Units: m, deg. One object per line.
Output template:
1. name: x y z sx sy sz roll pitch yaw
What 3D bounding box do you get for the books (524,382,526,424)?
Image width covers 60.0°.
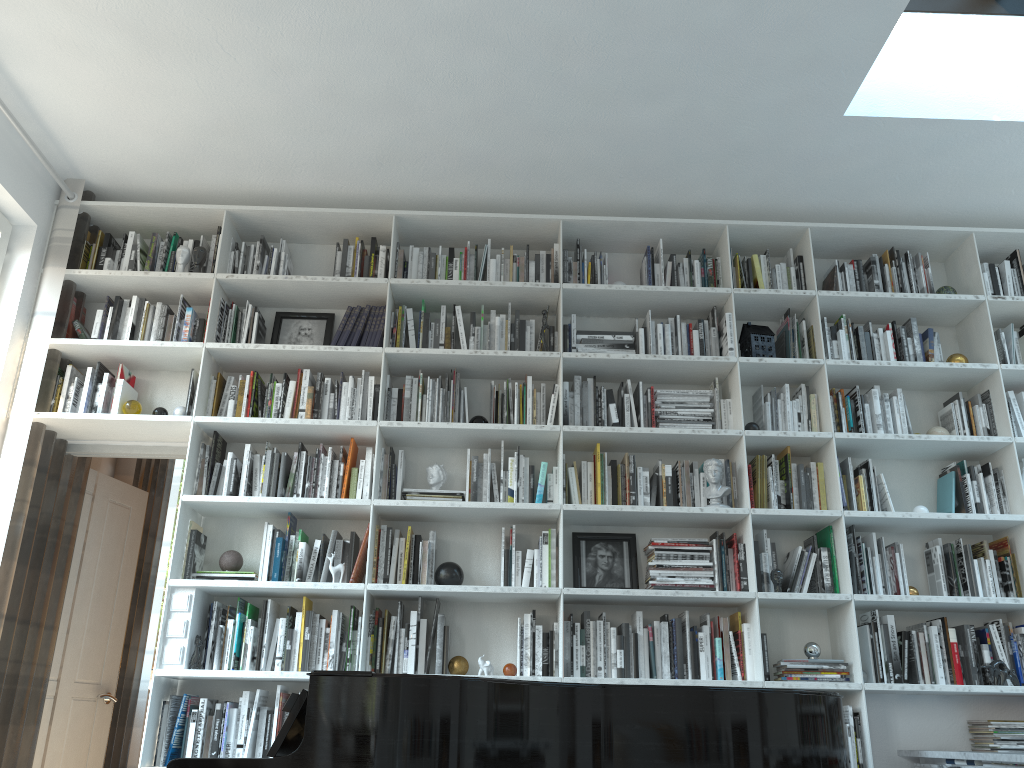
1. books: 0.058 0.143 4.300 0.006 0.252 0.181 1 -21 -1

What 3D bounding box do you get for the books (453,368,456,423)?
1. books: -0.279 0.103 4.319 0.005 0.329 0.162 1 -21 -1

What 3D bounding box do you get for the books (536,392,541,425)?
1. books: 0.123 0.166 4.304 0.024 0.215 0.142 1 -21 -1

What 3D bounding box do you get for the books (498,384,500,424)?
1. books: -0.065 0.142 4.281 0.005 0.235 0.179 1 -21 -1

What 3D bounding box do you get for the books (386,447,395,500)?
1. books: -0.573 0.458 4.189 0.011 0.296 0.136 1 -21 -1

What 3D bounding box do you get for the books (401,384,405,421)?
1. books: -0.522 0.137 4.294 0.012 0.239 0.134 1 -21 -1

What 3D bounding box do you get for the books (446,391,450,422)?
1. books: -0.307 0.158 4.307 0.012 0.216 0.134 1 -21 -1

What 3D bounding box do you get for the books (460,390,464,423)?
1. books: -0.243 0.158 4.304 0.012 0.217 0.151 1 -21 -1

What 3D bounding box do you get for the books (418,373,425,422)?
1. books: -0.439 0.113 4.287 0.010 0.282 0.184 1 -21 -1

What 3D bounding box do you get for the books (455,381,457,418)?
1. books: -0.269 0.123 4.307 0.004 0.283 0.167 1 -21 -1

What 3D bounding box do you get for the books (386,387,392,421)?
1. books: -0.589 0.147 4.278 0.015 0.207 0.187 1 -21 -1

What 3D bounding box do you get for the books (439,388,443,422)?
1. books: -0.340 0.150 4.276 0.011 0.208 0.182 1 -21 -1

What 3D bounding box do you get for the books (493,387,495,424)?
1. books: -0.089 0.152 4.312 0.005 0.238 0.146 1 -21 -1

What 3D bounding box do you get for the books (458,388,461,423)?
1. books: -0.253 0.152 4.313 0.009 0.236 0.135 1 -21 -1

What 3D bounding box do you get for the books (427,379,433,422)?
1. books: -0.392 0.127 4.277 0.012 0.250 0.184 1 -21 -1

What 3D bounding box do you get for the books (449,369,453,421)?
1. books: -0.298 0.106 4.314 0.004 0.319 0.153 1 -21 -1

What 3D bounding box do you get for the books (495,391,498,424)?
1. books: -0.076 0.160 4.302 0.013 0.215 0.150 1 -21 -1

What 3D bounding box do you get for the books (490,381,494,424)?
1. books: -0.097 0.136 4.322 0.012 0.274 0.129 1 -21 -1

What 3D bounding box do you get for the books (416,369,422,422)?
1. books: -0.450 0.105 4.313 0.011 0.316 0.155 1 -21 -1

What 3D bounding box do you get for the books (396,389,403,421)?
1. books: -0.541 0.151 4.303 0.024 0.218 0.140 1 -21 -1

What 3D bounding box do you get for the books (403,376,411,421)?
1. books: -0.503 0.117 4.295 0.026 0.278 0.151 1 -21 -1

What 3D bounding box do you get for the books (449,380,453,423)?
1. books: -0.292 0.131 4.297 0.010 0.260 0.158 1 -21 -1

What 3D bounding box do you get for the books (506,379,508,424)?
1. books: -0.025 0.132 4.308 0.005 0.274 0.157 1 -21 -1

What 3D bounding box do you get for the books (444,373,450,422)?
1. books: -0.317 0.114 4.296 0.011 0.290 0.177 1 -21 -1

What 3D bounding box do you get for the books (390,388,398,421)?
1. books: -0.567 0.149 4.304 0.029 0.224 0.137 1 -21 -1

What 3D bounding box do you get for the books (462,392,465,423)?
1. books: -0.235 0.162 4.301 0.004 0.208 0.132 1 -21 -1

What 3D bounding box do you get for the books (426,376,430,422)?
1. books: -0.402 0.120 4.277 0.009 0.262 0.190 1 -21 -1

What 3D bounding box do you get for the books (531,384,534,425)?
1. books: 0.096 0.145 4.307 0.010 0.256 0.140 1 -21 -1

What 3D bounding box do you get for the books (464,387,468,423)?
1. books: -0.218 0.149 4.298 0.031 0.231 0.148 1 -21 -1

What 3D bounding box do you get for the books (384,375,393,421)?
1. books: -0.602 0.117 4.307 0.012 0.284 0.160 1 -21 -1

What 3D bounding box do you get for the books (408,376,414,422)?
1. books: -0.484 0.118 4.292 0.012 0.275 0.157 1 -21 -1

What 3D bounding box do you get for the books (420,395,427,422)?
1. books: -0.421 0.164 4.286 0.029 0.186 0.149 1 -21 -1

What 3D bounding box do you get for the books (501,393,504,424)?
1. books: -0.049 0.167 4.296 0.011 0.199 0.163 1 -21 -1

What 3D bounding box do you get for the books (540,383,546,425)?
1. books: 0.147 0.144 4.303 0.022 0.256 0.155 1 -21 -1

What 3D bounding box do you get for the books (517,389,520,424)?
1. books: 0.028 0.157 4.314 0.011 0.235 0.131 1 -21 -1

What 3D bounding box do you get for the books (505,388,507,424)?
1. books: -0.030 0.151 4.277 0.006 0.215 0.182 1 -21 -1

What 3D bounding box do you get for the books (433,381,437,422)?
1. books: -0.371 0.134 4.300 0.011 0.254 0.153 1 -21 -1

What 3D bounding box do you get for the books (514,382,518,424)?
1. books: 0.017 0.139 4.282 0.013 0.242 0.189 1 -21 -1

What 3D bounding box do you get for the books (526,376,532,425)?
1. books: 0.080 0.129 4.305 0.022 0.283 0.190 1 -21 -1

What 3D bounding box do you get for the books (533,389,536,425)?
1. books: 0.106 0.159 4.306 0.011 0.228 0.166 1 -21 -1

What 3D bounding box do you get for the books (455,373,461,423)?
1. books: -0.262 0.116 4.290 0.011 0.286 0.189 1 -21 -1

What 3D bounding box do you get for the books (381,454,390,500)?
1. books: -0.590 0.470 4.165 0.024 0.256 0.134 1 -21 -1

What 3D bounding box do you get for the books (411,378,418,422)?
1. books: -0.467 0.125 4.290 0.024 0.261 0.178 1 -21 -1

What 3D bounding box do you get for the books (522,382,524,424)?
1. books: 0.053 0.139 4.308 0.004 0.264 0.142 1 -21 -1

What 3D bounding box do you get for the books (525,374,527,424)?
1. books: 0.064 0.120 4.312 0.006 0.302 0.166 1 -21 -1

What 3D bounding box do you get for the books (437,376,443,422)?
1. books: -0.351 0.120 4.295 0.011 0.278 0.170 1 -21 -1

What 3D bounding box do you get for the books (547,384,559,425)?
1. books: 0.191 0.147 4.280 0.064 0.236 0.209 1 -21 -1

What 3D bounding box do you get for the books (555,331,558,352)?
1. books: 0.218 -0.155 4.451 0.019 0.193 0.098 1 -21 -1

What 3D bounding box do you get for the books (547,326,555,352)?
1. books: 0.195 -0.166 4.447 0.028 0.211 0.135 1 -21 -1

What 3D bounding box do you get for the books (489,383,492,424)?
1. books: -0.106 0.143 4.311 0.005 0.253 0.161 1 -21 -1

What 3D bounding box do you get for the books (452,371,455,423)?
1. books: -0.284 0.111 4.319 0.005 0.315 0.157 1 -21 -1

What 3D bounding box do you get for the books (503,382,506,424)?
1. books: -0.038 0.140 4.316 0.009 0.265 0.150 1 -21 -1

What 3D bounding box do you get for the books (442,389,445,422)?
1. books: -0.330 0.152 4.303 0.011 0.225 0.130 1 -21 -1

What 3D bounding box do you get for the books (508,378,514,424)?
1. books: -0.006 0.131 4.321 0.033 0.286 0.156 1 -21 -1

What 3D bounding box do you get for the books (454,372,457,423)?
1. books: -0.274 0.114 4.313 0.005 0.304 0.163 1 -21 -1

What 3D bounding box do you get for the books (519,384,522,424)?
1. books: 0.042 0.145 4.306 0.017 0.252 0.140 1 -21 -1

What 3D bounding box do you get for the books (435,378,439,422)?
1. books: -0.360 0.126 4.286 0.009 0.260 0.181 1 -21 -1

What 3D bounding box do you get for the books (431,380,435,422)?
1. books: -0.381 0.131 4.301 0.010 0.260 0.170 1 -21 -1

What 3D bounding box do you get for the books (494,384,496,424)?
1. books: -0.084 0.143 4.290 0.005 0.239 0.174 1 -21 -1

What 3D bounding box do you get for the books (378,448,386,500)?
1. books: -0.608 0.459 4.175 0.012 0.284 0.160 1 -21 -1
